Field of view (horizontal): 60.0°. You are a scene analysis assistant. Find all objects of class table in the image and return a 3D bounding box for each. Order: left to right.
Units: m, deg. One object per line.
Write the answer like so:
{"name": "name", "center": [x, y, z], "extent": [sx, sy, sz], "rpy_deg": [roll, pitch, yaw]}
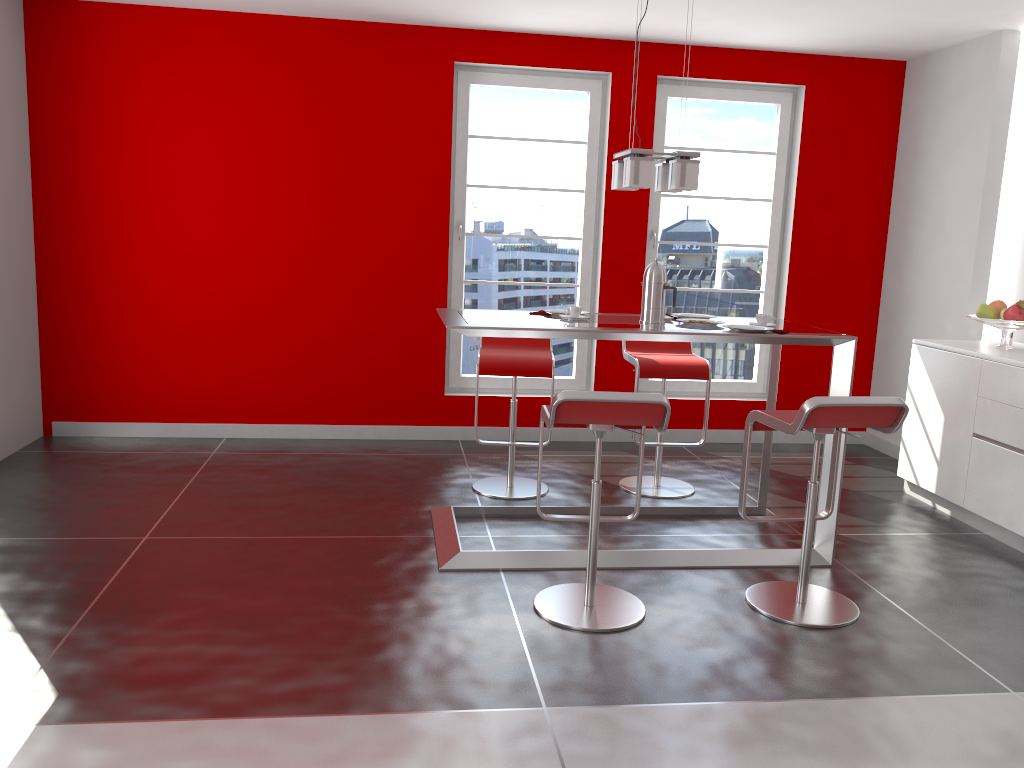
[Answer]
{"name": "table", "center": [0.515, 0.215, 4.025], "extent": [1.700, 1.000, 0.800], "rpy_deg": [1, 10, -8]}

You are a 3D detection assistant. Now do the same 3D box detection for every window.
{"name": "window", "center": [0.080, -0.972, 5.846], "extent": [0.938, 2.038, 0.117], "rpy_deg": [1, 10, -8]}
{"name": "window", "center": [1.367, -0.948, 6.024], "extent": [0.938, 2.038, 0.117], "rpy_deg": [1, 10, -8]}

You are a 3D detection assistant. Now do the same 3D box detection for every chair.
{"name": "chair", "center": [0.008, 0.141, 4.770], "extent": [0.418, 0.857, 0.460], "rpy_deg": [2, 10, 0]}
{"name": "chair", "center": [0.307, 0.415, 3.215], "extent": [0.418, 0.857, 0.460], "rpy_deg": [2, 10, -3]}
{"name": "chair", "center": [0.824, 0.153, 4.903], "extent": [0.418, 0.857, 0.460], "rpy_deg": [1, 10, -5]}
{"name": "chair", "center": [1.135, 0.431, 3.324], "extent": [0.418, 0.857, 0.460], "rpy_deg": [0, 10, -13]}

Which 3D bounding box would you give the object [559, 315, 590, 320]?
{"name": "object", "center": [0.278, -0.295, 3.939], "extent": [0.119, 0.016, 0.119], "rpy_deg": [-3, 11, -27]}

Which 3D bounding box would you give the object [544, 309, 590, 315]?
{"name": "object", "center": [0.259, -0.332, 4.149], "extent": [0.217, 0.015, 0.217], "rpy_deg": [5, 10, 16]}

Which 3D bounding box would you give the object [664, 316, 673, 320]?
{"name": "object", "center": [0.681, -0.305, 4.098], "extent": [0.119, 0.016, 0.119], "rpy_deg": [1, 10, -10]}

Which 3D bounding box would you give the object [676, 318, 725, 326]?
{"name": "object", "center": [0.837, -0.273, 3.945], "extent": [0.217, 0.015, 0.217], "rpy_deg": [8, 11, 29]}

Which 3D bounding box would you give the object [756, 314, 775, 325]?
{"name": "object", "center": [1.121, -0.284, 3.940], "extent": [0.078, 0.049, 0.062], "rpy_deg": [1, 10, -8]}

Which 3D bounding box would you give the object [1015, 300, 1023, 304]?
{"name": "object", "center": [2.679, -0.390, 4.639], "extent": [0.117, 0.129, 0.150], "rpy_deg": [10, 12, 39]}

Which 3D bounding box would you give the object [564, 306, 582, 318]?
{"name": "object", "center": [0.272, -0.319, 3.937], "extent": [0.078, 0.049, 0.062], "rpy_deg": [5, 10, 14]}

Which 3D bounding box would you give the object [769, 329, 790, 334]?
{"name": "object", "center": [1.134, -0.227, 3.754], "extent": [0.095, 0.012, 0.234], "rpy_deg": [1, 10, -8]}

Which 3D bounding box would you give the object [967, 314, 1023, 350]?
{"name": "object", "center": [2.577, -0.263, 4.611], "extent": [0.398, 0.159, 0.398], "rpy_deg": [11, 13, 41]}

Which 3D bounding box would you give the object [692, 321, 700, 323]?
{"name": "object", "center": [0.813, -0.275, 3.923], "extent": [0.036, 0.006, 0.034], "rpy_deg": [5, 10, 15]}

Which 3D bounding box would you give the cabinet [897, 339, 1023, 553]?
{"name": "cabinet", "center": [2.633, 0.340, 4.168], "extent": [0.610, 0.880, 1.802], "rpy_deg": [1, 10, -8]}

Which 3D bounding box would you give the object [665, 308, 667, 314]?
{"name": "object", "center": [0.676, -0.329, 4.098], "extent": [0.078, 0.049, 0.062], "rpy_deg": [8, 11, 32]}

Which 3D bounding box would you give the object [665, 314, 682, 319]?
{"name": "object", "center": [0.731, -0.323, 4.224], "extent": [0.095, 0.012, 0.234], "rpy_deg": [1, 10, -9]}

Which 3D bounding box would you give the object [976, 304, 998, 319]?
{"name": "object", "center": [2.466, -0.372, 4.600], "extent": [0.100, 0.086, 0.083], "rpy_deg": [11, 13, 41]}

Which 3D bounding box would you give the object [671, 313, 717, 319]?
{"name": "object", "center": [0.869, -0.321, 4.239], "extent": [0.217, 0.015, 0.217], "rpy_deg": [-4, 11, -32]}

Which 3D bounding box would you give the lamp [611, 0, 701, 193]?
{"name": "lamp", "center": [0.634, -1.348, 3.769], "extent": [0.304, 1.025, 0.304], "rpy_deg": [1, 10, -8]}

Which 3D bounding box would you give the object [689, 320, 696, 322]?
{"name": "object", "center": [0.807, -0.282, 3.963], "extent": [0.034, 0.006, 0.036], "rpy_deg": [3, 10, 4]}

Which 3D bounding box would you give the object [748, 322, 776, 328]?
{"name": "object", "center": [1.113, -0.261, 3.943], "extent": [0.119, 0.016, 0.119], "rpy_deg": [4, 10, 12]}

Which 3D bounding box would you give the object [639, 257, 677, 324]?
{"name": "object", "center": [0.644, -0.413, 3.908], "extent": [0.149, 0.287, 0.113], "rpy_deg": [2, 10, 0]}

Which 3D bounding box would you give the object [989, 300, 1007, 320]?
{"name": "object", "center": [2.572, -0.392, 4.700], "extent": [0.096, 0.105, 0.117], "rpy_deg": [6, 10, 21]}

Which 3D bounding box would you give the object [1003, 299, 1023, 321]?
{"name": "object", "center": [2.552, -0.372, 4.505], "extent": [0.097, 0.133, 0.117], "rpy_deg": [-1, 10, -18]}

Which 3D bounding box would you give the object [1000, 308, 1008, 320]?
{"name": "object", "center": [2.593, -0.356, 4.621], "extent": [0.086, 0.079, 0.084], "rpy_deg": [6, 10, 20]}

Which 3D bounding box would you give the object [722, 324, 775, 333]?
{"name": "object", "center": [0.997, -0.232, 3.741], "extent": [0.217, 0.015, 0.217], "rpy_deg": [7, 11, 28]}

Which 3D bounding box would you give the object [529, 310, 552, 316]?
{"name": "object", "center": [0.121, -0.333, 4.133], "extent": [0.095, 0.012, 0.234], "rpy_deg": [1, 10, -9]}
